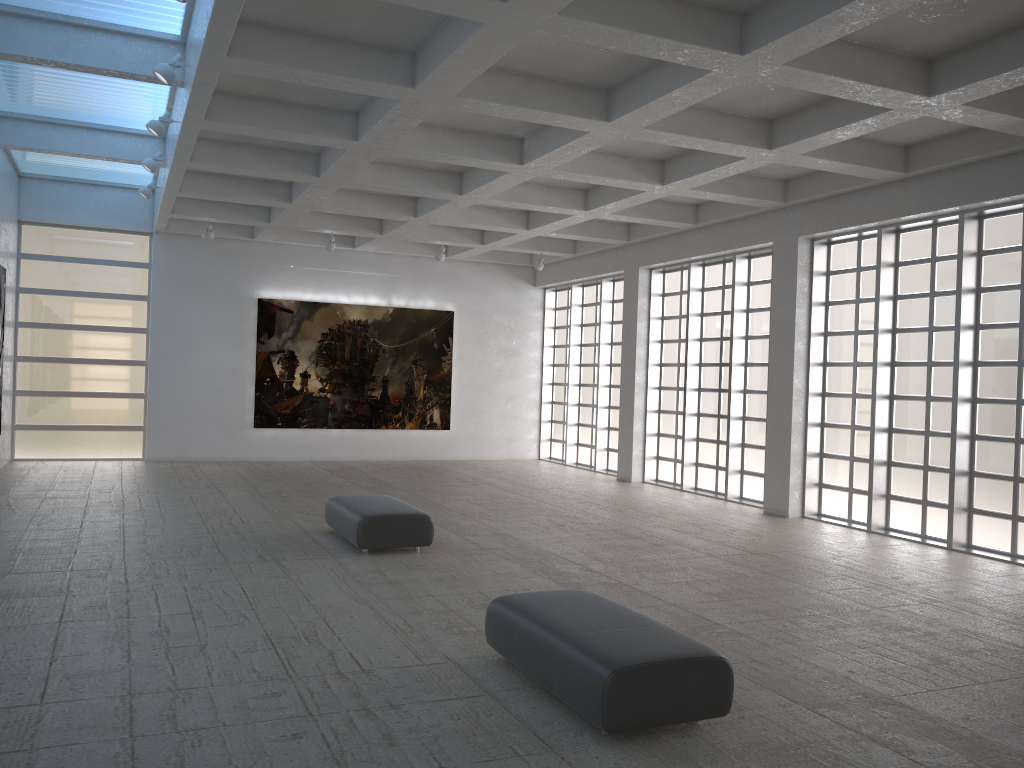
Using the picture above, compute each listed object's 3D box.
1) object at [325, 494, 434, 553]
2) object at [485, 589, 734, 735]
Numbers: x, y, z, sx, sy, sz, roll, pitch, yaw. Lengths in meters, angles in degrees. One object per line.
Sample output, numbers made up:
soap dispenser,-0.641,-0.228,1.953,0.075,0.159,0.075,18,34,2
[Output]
object,-2.893,2.929,18.926,1.616,0.828,3.044,2,0,-24
object,0.979,3.097,10.231,1.616,0.828,3.044,2,0,-24
